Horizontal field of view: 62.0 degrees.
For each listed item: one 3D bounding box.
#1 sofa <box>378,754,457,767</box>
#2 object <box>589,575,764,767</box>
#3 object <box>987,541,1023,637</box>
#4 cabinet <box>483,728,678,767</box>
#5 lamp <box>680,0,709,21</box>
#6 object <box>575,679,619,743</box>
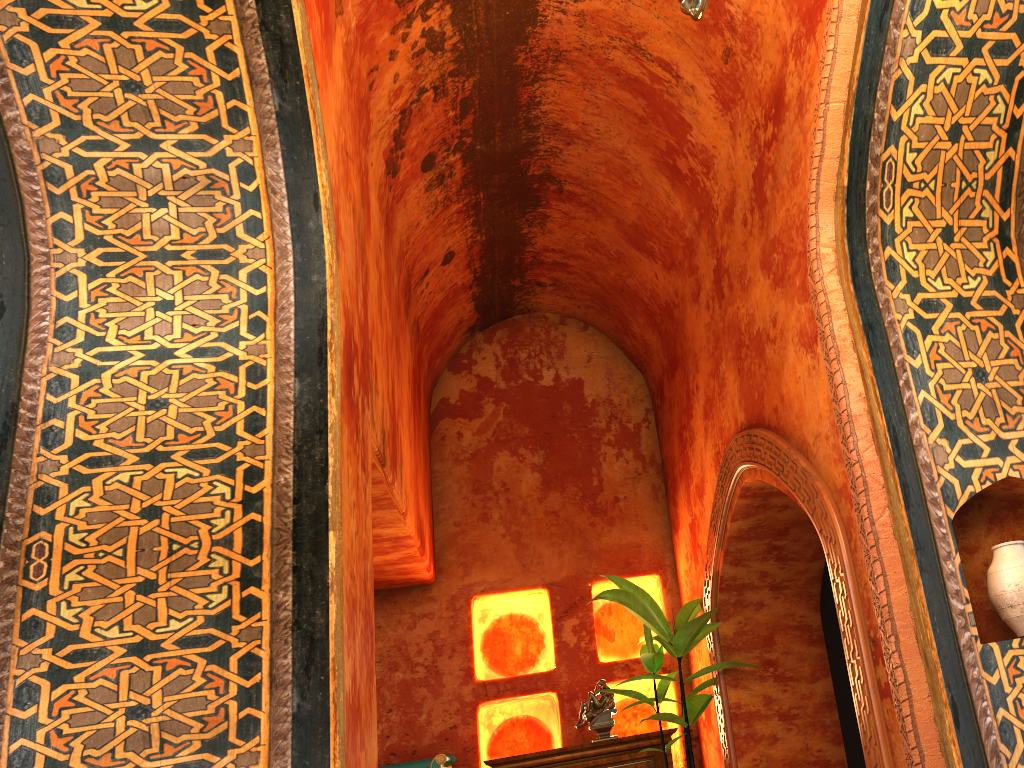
[{"bbox_3d":[-1.653,3.369,5.609,2.612,1.330,1.148,-4,-21,-12],"label":"sofa"},{"bbox_3d":[1.296,2.504,6.116,1.162,2.352,1.276,-12,-20,16],"label":"object"},{"bbox_3d":[2.122,0.858,3.566,0.246,0.373,0.265,-10,-20,8],"label":"object"},{"bbox_3d":[0.583,3.402,6.483,1.546,1.222,0.602,-3,-20,-12],"label":"cabinet"},{"bbox_3d":[0.451,-1.994,2.081,1.171,2.297,1.278,-4,-20,-7],"label":"lamp"},{"bbox_3d":[0.665,2.610,6.807,0.355,0.456,0.169,-3,-19,-10],"label":"object"}]
